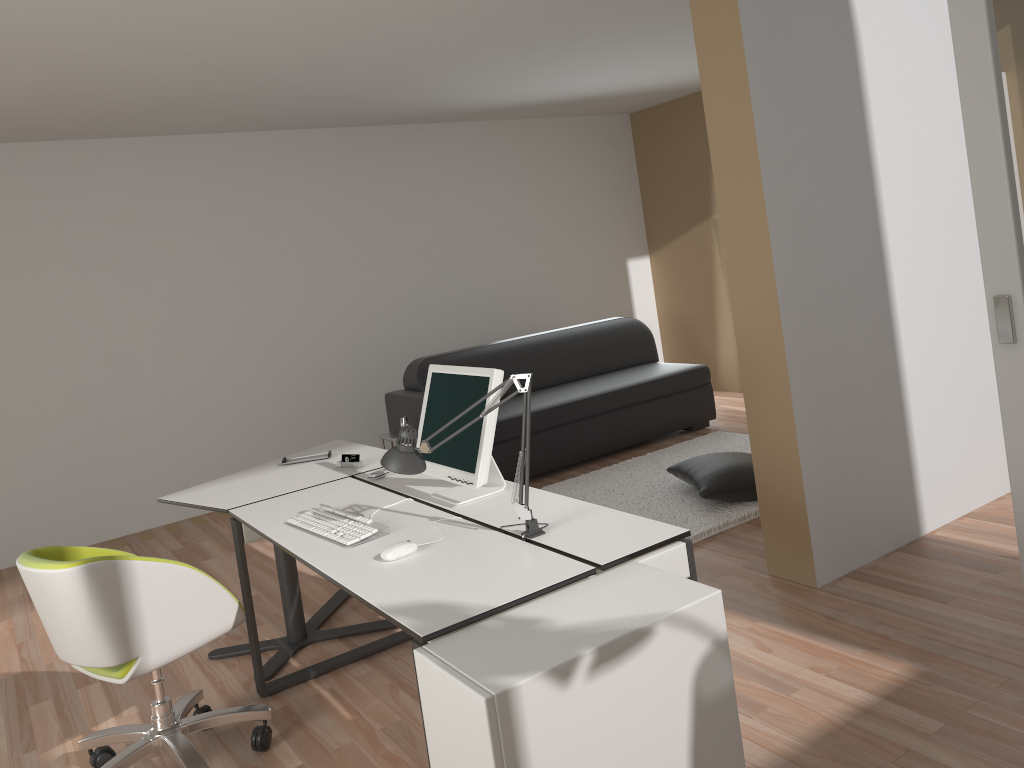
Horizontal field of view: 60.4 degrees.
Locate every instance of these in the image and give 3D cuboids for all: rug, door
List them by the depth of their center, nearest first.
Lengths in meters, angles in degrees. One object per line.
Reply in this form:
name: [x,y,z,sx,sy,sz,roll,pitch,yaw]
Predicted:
door: [1.844,-0.448,2.369,0.060,2.636,1.183,-9,3,-32]
rug: [0.989,0.583,5.085,2.046,0.045,1.448,-13,10,-32]

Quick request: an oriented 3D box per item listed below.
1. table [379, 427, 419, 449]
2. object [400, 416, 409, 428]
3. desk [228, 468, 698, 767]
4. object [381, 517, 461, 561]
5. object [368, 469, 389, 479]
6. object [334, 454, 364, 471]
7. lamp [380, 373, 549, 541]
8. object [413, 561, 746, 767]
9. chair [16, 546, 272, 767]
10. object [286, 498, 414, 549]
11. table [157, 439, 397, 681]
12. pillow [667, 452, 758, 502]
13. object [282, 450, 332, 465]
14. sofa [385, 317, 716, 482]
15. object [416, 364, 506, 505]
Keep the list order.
table: [-0.643,0.536,5.499,0.241,0.467,0.226,-10,3,-32]
object: [-0.677,0.252,5.553,0.057,0.086,0.058,-6,4,28]
desk: [-0.237,0.765,2.799,0.813,0.682,1.599,-12,8,-31]
object: [-0.260,0.458,2.582,0.140,0.079,0.376,-3,10,36]
object: [-0.518,0.350,3.410,0.047,0.021,0.085,-3,10,37]
object: [-0.682,0.325,3.657,0.129,0.055,0.049,-3,6,33]
lamp: [-0.139,0.242,2.579,0.537,0.527,0.141,-6,3,23]
object: [0.175,0.847,1.934,0.628,0.673,0.307,-11,4,-32]
chair: [-1.151,0.849,2.754,0.618,0.806,0.606,-6,5,33]
object: [-0.467,0.443,2.883,0.392,0.079,0.455,-14,10,-36]
table: [-0.950,0.723,3.768,0.936,0.684,0.808,-12,7,-34]
pillow: [1.206,0.496,4.788,0.583,0.208,0.614,-9,8,-6]
object: [-0.918,0.329,3.940,0.216,0.030,0.090,-9,8,-2]
sofa: [0.332,0.083,6.296,2.282,0.830,0.950,-13,7,-32]
object: [-0.182,0.160,3.001,0.199,0.429,0.465,-10,5,-32]
